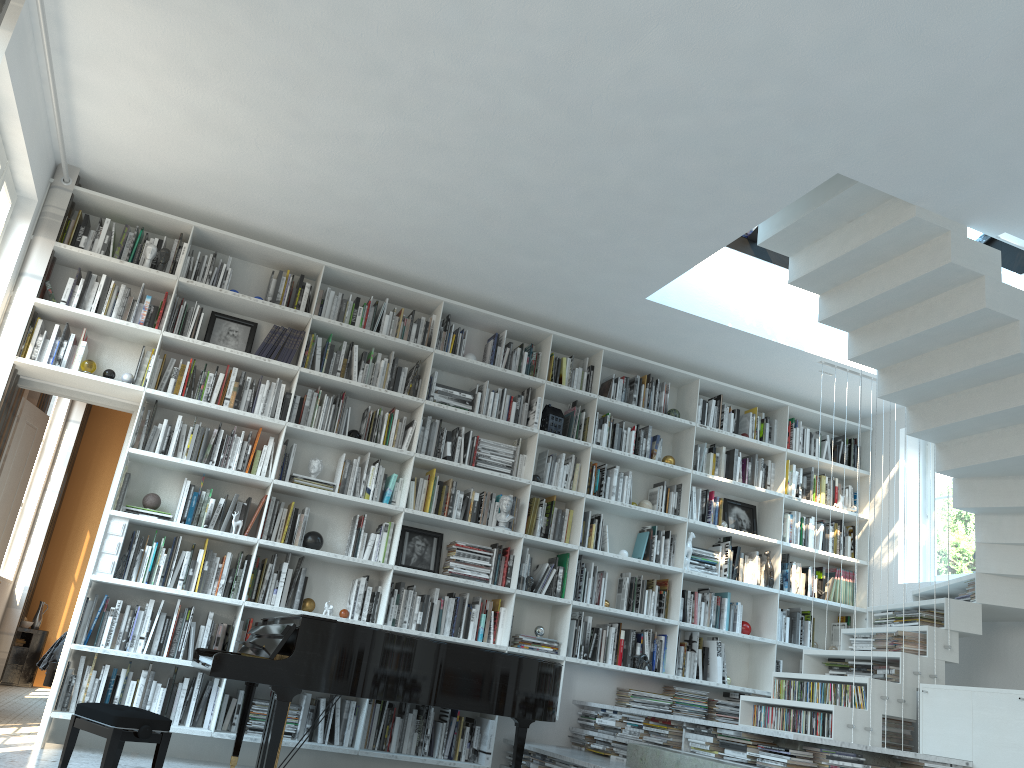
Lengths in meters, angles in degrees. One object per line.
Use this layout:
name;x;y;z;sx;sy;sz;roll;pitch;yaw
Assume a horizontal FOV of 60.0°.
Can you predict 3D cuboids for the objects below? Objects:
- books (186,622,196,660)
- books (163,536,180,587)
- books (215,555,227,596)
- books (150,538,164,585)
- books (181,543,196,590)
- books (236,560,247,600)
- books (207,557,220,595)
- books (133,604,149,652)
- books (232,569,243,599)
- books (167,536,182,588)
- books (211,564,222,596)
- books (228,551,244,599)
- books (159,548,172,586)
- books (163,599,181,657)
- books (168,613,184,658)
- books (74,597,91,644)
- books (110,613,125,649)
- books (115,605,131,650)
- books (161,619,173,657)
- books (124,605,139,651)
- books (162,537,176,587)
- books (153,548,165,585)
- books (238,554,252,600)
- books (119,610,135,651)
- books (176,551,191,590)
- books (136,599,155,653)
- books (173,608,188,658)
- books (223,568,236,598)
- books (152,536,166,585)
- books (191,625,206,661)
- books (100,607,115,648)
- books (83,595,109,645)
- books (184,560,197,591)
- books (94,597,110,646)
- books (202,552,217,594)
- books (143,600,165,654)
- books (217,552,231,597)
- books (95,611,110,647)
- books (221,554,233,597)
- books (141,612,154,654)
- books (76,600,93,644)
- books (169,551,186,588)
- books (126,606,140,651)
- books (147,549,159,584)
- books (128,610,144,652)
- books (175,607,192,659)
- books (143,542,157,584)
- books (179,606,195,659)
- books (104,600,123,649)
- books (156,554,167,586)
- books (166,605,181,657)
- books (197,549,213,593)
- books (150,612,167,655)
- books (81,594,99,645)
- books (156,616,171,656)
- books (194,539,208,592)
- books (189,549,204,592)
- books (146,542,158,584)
books;-1.882;1.507;5.202;0.059;0.215;0.177;15;-20;-19
books;-2.017;1.059;5.245;0.019;0.299;0.180;15;-19;-19
books;-1.764;1.163;5.349;0.010;0.245;0.160;15;-19;-19
books;-2.098;1.055;5.236;0.009;0.277;0.158;15;-19;-19
books;-1.932;1.096;5.286;0.014;0.281;0.150;15;-19;-19
books;-1.648;1.194;5.377;0.010;0.239;0.175;15;-20;-19
books;-1.803;1.161;5.334;0.025;0.228;0.153;15;-19;-19
books;-2.146;1.411;5.132;0.013;0.272;0.146;15;-19;-19
books;-1.677;1.221;5.386;0.023;0.186;0.130;15;-20;-19
books;-2.007;1.063;5.262;0.012;0.305;0.190;15;-19;-19
books;-1.785;1.184;5.339;0.023;0.193;0.140;15;-20;-19
books;-1.674;1.162;5.367;0.014;0.285;0.180;15;-19;-19
books;-2.059;1.093;5.257;0.016;0.230;0.136;15;-19;-19
books;-1.983;1.421;5.166;0.014;0.324;0.171;15;-19;-19
books;-1.968;1.469;5.189;0.029;0.253;0.153;15;-19;-19
books;-2.434;1.339;5.023;0.012;0.253;0.161;15;-19;-19
books;-2.261;1.415;5.082;0.025;0.199;0.137;15;-20;-19
books;-2.237;1.400;5.100;0.022;0.247;0.134;15;-19;-19
books;-2.012;1.477;5.162;0.013;0.208;0.155;15;-20;-19
books;-2.184;1.399;5.088;0.013;0.256;0.190;15;-20;-19
books;-2.044;1.065;5.273;0.009;0.298;0.141;15;-19;-19
books;-2.078;1.083;5.218;0.015;0.218;0.190;15;-20;-19
books;-1.638;1.185;5.408;0.024;0.279;0.136;15;-19;-19
books;-2.204;1.409;5.074;0.028;0.222;0.189;15;-20;-19
books;-1.955;1.116;5.272;0.027;0.229;0.159;15;-20;-19
books;-2.124;1.402;5.136;0.027;0.298;0.142;15;-19;-19
books;-1.948;1.461;5.203;0.013;0.283;0.139;15;-19;-19
books;-1.715;1.209;5.359;0.041;0.181;0.142;15;-20;-19
books;-2.081;1.047;5.219;0.007;0.285;0.182;15;-19;-19
books;-1.850;1.529;5.230;0.030;0.202;0.142;15;-20;-19
books;-2.297;1.385;5.043;0.022;0.220;0.188;15;-20;-19
books;-2.359;1.338;5.031;0.052;0.282;0.172;15;-19;-19
books;-1.916;1.146;5.269;0.029;0.181;0.190;15;-20;-19
books;-2.338;1.356;5.057;0.010;0.272;0.150;15;-19;-19
books;-1.820;1.141;5.316;0.028;0.248;0.159;15;-19;-19
books;-2.075;1.406;5.135;0.039;0.306;0.172;15;-19;-19
books;-1.741;1.154;5.341;0.021;0.264;0.186;15;-20;-19
books;-2.329;1.396;5.052;0.024;0.197;0.148;15;-20;-19
books;-1.733;1.165;5.363;0.013;0.259;0.143;15;-19;-19
books;-2.112;1.439;5.134;0.012;0.232;0.149;15;-19;-19
books;-2.411;1.348;5.014;0.029;0.238;0.154;15;-19;-19
books;-1.994;1.110;5.276;0.045;0.229;0.138;15;-19;-19
books;-2.172;1.403;5.087;0.010;0.251;0.178;15;-20;-19
books;-2.117;1.085;5.230;0.016;0.210;0.146;15;-20;-19
books;-2.161;1.422;5.101;0.028;0.228;0.158;15;-20;-19
books;-1.927;1.460;5.199;0.022;0.289;0.138;15;-19;-19
books;-2.130;1.060;5.211;0.014;0.242;0.171;15;-20;-19
books;-1.908;1.458;5.201;0.013;0.300;0.173;15;-19;-19
books;-2.273;1.372;5.064;0.029;0.265;0.172;15;-19;-19
books;-2.064;1.100;5.214;0.016;0.188;0.184;15;-20;-19
books;-1.977;1.440;5.173;0.012;0.294;0.177;15;-19;-19
books;-1.843;1.128;5.304;0.028;0.259;0.181;15;-20;-19
books;-2.057;1.452;5.155;0.031;0.238;0.132;15;-19;-19
books;-2.385;1.331;5.012;0.011;0.276;0.189;15;-20;-19
books;-2.030;1.465;5.158;0.028;0.224;0.134;15;-19;-19
books;-1.864;1.094;5.313;0.021;0.321;0.172;15;-19;-19
books;-1.890;1.122;5.298;0.026;0.253;0.177;15;-20;-19
books;-2.114;1.059;5.203;0.009;0.243;0.185;15;-20;-19
